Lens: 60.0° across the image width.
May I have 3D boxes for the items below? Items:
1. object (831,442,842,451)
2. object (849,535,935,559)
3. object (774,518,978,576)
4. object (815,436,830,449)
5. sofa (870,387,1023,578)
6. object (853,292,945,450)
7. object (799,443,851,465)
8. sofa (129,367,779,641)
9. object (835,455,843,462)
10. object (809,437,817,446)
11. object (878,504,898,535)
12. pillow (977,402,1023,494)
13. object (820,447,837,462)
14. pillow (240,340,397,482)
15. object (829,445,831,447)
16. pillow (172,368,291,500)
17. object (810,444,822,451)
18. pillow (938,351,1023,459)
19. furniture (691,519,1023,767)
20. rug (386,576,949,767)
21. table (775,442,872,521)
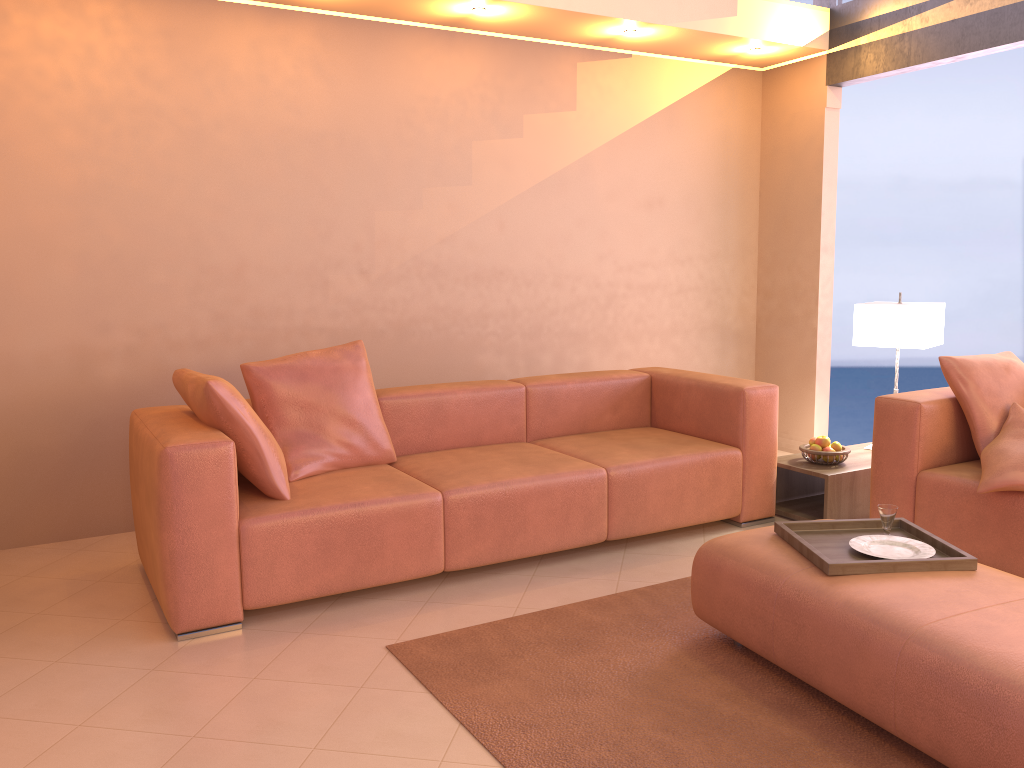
[{"bbox_3d":[1.547,0.301,4.229,0.051,0.053,0.045,-1,8,-6],"label":"object"},{"bbox_3d":[1.140,0.498,2.665,0.240,0.018,0.240,3,8,25],"label":"object"},{"bbox_3d":[1.089,0.489,2.707,0.436,0.034,0.421,-1,8,-4],"label":"object"},{"bbox_3d":[1.489,0.280,4.249,0.069,0.061,0.068,2,8,22],"label":"object"},{"bbox_3d":[2.596,0.484,2.850,0.943,0.672,2.781,-5,9,-29],"label":"sofa"},{"bbox_3d":[1.963,-0.066,4.523,0.344,0.799,0.344,6,10,39],"label":"object"},{"bbox_3d":[1.505,0.341,4.270,0.235,0.071,0.235,-6,9,-36],"label":"object"},{"bbox_3d":[-0.149,0.371,3.934,2.781,0.672,0.943,-5,9,-29],"label":"sofa"},{"bbox_3d":[1.559,0.347,4.236,0.046,0.046,0.055,5,10,38],"label":"object"},{"bbox_3d":[1.466,0.281,4.298,0.054,0.046,0.047,-7,10,-42],"label":"object"},{"bbox_3d":[1.203,0.437,2.842,0.061,0.091,0.061,-8,10,-44],"label":"object"},{"bbox_3d":[2.051,0.249,3.322,0.517,0.292,0.514,4,9,30],"label":"pillow"},{"bbox_3d":[1.504,0.335,4.214,0.072,0.076,0.074,-3,8,-19],"label":"object"},{"bbox_3d":[-0.799,0.098,3.701,0.302,0.528,0.582,7,10,44],"label":"pillow"},{"bbox_3d":[1.527,0.326,4.284,0.076,0.065,0.077,-3,8,-17],"label":"object"},{"bbox_3d":[-1.043,0.188,3.358,0.335,0.486,0.554,-5,9,-32],"label":"pillow"},{"bbox_3d":[1.449,0.310,4.228,0.055,0.047,0.045,5,10,38],"label":"object"},{"bbox_3d":[2.060,0.105,3.704,0.519,0.455,0.314,-5,9,-32],"label":"pillow"},{"bbox_3d":[1.150,0.685,2.479,0.685,0.301,1.291,-4,8,-24],"label":"furniture"},{"bbox_3d":[1.029,0.927,2.174,1.833,0.005,2.626,-5,9,-29],"label":"rug"},{"bbox_3d":[1.732,0.490,4.420,0.918,0.268,0.412,-5,9,-29],"label":"table"}]
